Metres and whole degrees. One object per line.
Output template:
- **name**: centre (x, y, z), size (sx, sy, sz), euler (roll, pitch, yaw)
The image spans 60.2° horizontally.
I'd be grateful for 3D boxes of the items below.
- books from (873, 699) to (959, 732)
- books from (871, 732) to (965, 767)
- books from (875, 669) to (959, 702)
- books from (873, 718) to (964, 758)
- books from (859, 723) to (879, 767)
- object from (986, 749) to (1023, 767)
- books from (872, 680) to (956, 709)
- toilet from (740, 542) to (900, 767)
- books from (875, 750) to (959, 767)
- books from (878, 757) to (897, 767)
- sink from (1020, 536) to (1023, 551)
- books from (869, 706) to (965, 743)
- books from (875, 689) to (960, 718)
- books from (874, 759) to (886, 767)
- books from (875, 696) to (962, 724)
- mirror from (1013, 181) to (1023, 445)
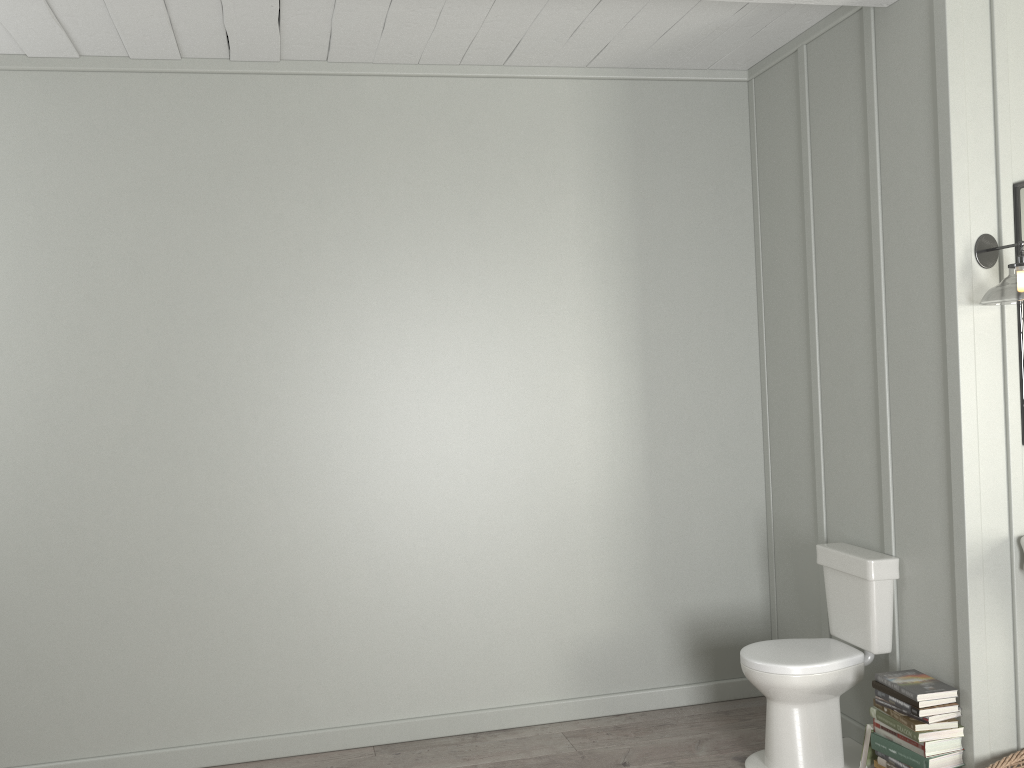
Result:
- **books**: centre (1.330, 1.086, 2.920), size (0.147, 0.024, 0.234), euler (-3, 1, -8)
- **books**: centre (1.338, 1.207, 2.923), size (0.155, 0.053, 0.234), euler (-3, 1, -23)
- **books**: centre (1.326, 0.989, 2.904), size (0.148, 0.024, 0.210), euler (-3, 1, -12)
- **books**: centre (1.341, 1.154, 2.923), size (0.152, 0.052, 0.228), euler (-3, 1, -18)
- **books**: centre (1.301, 1.283, 3.074), size (0.167, 0.235, 0.093), euler (-3, 1, -12)
- **object**: centre (1.659, 1.274, 2.674), size (0.451, 0.220, 0.301), euler (-3, 1, -31)
- **books**: centre (1.324, 1.013, 2.916), size (0.147, 0.024, 0.211), euler (-3, 1, -17)
- **toilet**: centre (1.097, 1.014, 3.222), size (0.517, 0.787, 0.336), euler (-3, 1, -12)
- **books**: centre (1.335, 1.246, 2.923), size (0.147, 0.024, 0.210), euler (-3, 1, -13)
- **books**: centre (1.349, 1.269, 2.922), size (0.146, 0.025, 0.212), euler (-3, 1, -23)
- **sink**: centre (1.950, 0.862, 2.613), size (0.561, 1.014, 0.575), euler (-3, 1, -13)
- **books**: centre (1.333, 1.113, 2.919), size (0.167, 0.032, 0.239), euler (-3, 1, -13)
- **books**: centre (1.328, 1.038, 2.906), size (0.147, 0.024, 0.210), euler (-3, 1, -14)
- **books**: centre (1.340, 1.294, 2.925), size (0.146, 0.024, 0.236), euler (-3, 1, -14)
- **books**: centre (1.338, 1.062, 2.916), size (0.146, 0.025, 0.212), euler (-3, 1, -24)
- **mirror**: centre (1.814, -0.230, 2.850), size (0.418, 0.884, 0.015), euler (-3, 1, -11)
